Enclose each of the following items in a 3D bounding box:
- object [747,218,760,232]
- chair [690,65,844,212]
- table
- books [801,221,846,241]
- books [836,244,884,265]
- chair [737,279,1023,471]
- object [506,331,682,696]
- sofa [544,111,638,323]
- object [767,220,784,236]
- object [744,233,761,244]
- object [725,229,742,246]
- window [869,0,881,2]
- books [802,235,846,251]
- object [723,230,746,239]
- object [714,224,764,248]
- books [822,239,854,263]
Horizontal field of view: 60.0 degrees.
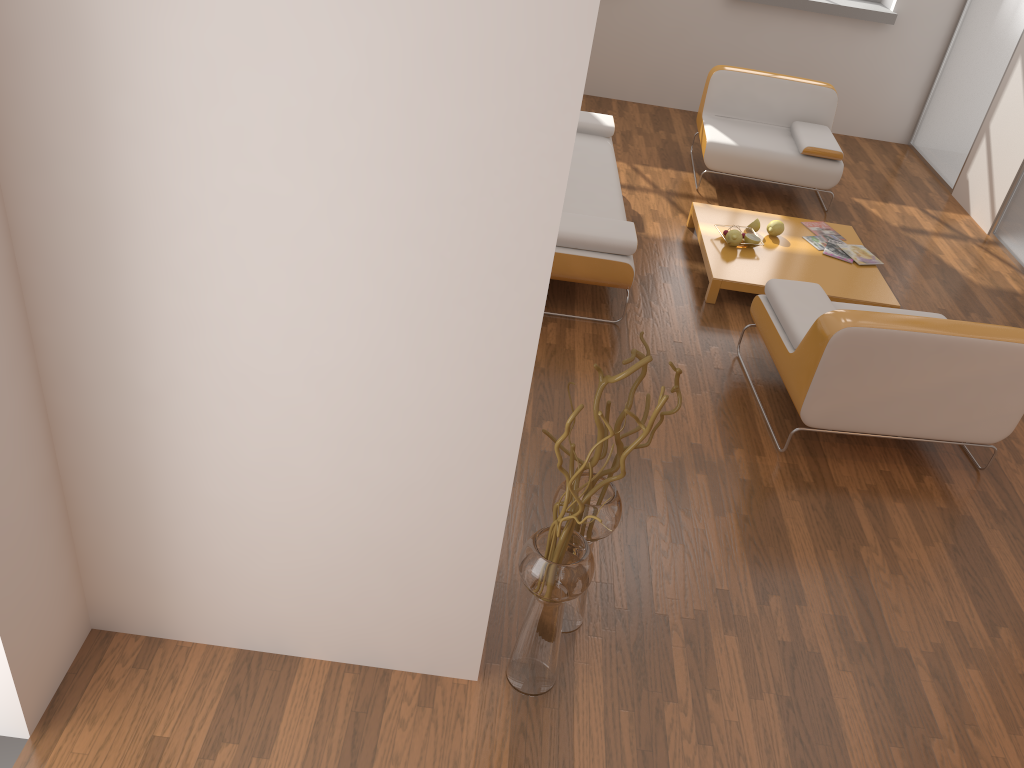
[{"bbox_3d":[1.403,-0.923,5.150,0.080,0.087,0.094,25,37,21],"label":"object"},{"bbox_3d":[1.769,-1.714,6.128,0.923,0.661,0.825,10,35,1],"label":"chair"},{"bbox_3d":[1.561,-0.702,5.081,1.000,0.150,1.000,8,35,-2],"label":"table"},{"bbox_3d":[1.870,-0.921,5.332,0.171,0.004,0.249,-3,37,-18],"label":"books"},{"bbox_3d":[2.001,-0.745,5.096,0.171,0.004,0.249,-2,36,-15],"label":"books"},{"bbox_3d":[1.598,-0.154,3.855,0.923,0.661,0.825,5,35,-6],"label":"chair"},{"bbox_3d":[0.161,0.403,2.325,0.284,1.112,0.655,21,36,16],"label":"object"},{"bbox_3d":[0.222,-1.180,5.001,0.825,0.661,2.010,7,35,-3],"label":"sofa"},{"bbox_3d":[1.532,-0.906,5.154,0.105,0.091,0.103,5,35,-6],"label":"object"},{"bbox_3d":[1.347,-0.801,4.986,0.091,0.065,0.092,-16,42,-32],"label":"object"},{"bbox_3d":[1.239,-0.815,4.944,0.102,0.095,0.101,-10,39,-26],"label":"object"},{"bbox_3d":[2.488,-3.916,6.764,1.308,1.737,0.142,8,35,-2],"label":"window"},{"bbox_3d":[1.842,-0.828,5.192,0.249,0.004,0.171,-7,38,-22],"label":"books"},{"bbox_3d":[1.265,-0.843,5.034,0.134,0.037,0.061,12,35,4],"label":"object"},{"bbox_3d":[1.278,-0.824,5.014,0.227,0.048,0.227,2,35,-10],"label":"object"},{"bbox_3d":[1.895,-0.768,5.112,0.171,0.004,0.249,22,36,17],"label":"books"}]
